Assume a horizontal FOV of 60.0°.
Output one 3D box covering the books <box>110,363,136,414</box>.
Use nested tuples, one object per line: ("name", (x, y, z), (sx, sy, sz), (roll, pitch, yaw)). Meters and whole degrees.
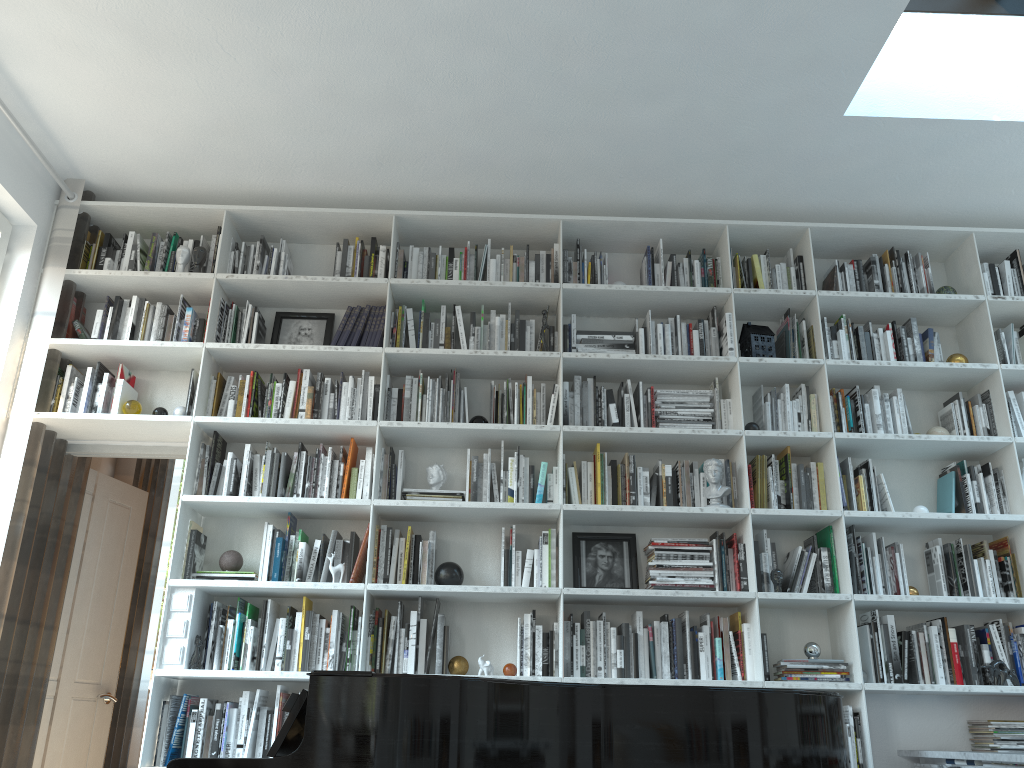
("books", (-1.876, 0.072, 4.273), (0.013, 0.297, 0.179), (1, -21, -1))

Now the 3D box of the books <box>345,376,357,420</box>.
("books", (-0.772, 0.115, 4.280), (0.022, 0.262, 0.175), (1, -21, -1))

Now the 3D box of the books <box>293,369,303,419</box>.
("books", (-1.031, 0.095, 4.298), (0.014, 0.302, 0.152), (1, -21, -1))

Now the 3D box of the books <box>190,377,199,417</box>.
("books", (-1.508, 0.103, 4.294), (0.044, 0.268, 0.134), (1, -21, -1))

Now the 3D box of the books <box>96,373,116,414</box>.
("books", (-1.923, 0.092, 4.241), (0.021, 0.236, 0.189), (1, -21, -1))

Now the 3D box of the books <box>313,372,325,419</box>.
("books", (-0.929, 0.106, 4.297), (0.025, 0.285, 0.162), (1, -21, -1))

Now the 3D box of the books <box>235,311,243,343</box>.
("books", (-1.332, -0.222, 4.388), (0.018, 0.218, 0.187), (1, -21, -1))

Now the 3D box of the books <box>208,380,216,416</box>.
("books", (-1.423, 0.116, 4.273), (0.022, 0.231, 0.152), (1, -21, -1))

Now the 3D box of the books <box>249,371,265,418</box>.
("books", (-1.232, 0.095, 4.273), (0.011, 0.276, 0.165), (1, -21, -1))

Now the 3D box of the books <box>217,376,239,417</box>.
("books", (-1.369, 0.108, 4.286), (0.062, 0.257, 0.153), (1, -21, -1))

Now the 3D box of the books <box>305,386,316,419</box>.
("books", (-0.957, 0.137, 4.255), (0.029, 0.194, 0.192), (1, -21, -1))

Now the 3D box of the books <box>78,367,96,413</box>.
("books", (-2.026, 0.078, 4.272), (0.022, 0.280, 0.157), (1, -21, -1))

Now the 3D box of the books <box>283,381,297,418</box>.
("books", (-1.062, 0.124, 4.283), (0.047, 0.237, 0.163), (1, -21, -1))

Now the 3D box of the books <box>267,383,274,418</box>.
("books", (-1.148, 0.127, 4.269), (0.014, 0.217, 0.165), (1, -21, -1))

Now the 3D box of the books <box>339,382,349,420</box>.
("books", (-0.799, 0.129, 4.274), (0.030, 0.230, 0.173), (1, -21, -1))

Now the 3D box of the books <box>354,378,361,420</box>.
("books", (-0.736, 0.122, 4.302), (0.024, 0.265, 0.155), (1, -21, -1))

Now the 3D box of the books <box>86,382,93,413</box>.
("books", (-2.005, 0.116, 4.276), (0.023, 0.213, 0.141), (1, -21, -1))

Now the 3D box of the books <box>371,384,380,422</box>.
("books", (-0.635, 0.138, 4.251), (0.039, 0.201, 0.237), (1, -21, -1))

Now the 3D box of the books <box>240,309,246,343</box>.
("books", (-1.321, -0.229, 4.403), (0.019, 0.243, 0.154), (1, -21, -1))

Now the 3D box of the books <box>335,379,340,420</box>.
("books", (-0.844, 0.123, 4.300), (0.035, 0.259, 0.131), (1, -21, -1))

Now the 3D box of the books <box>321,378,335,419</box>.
("books", (-0.890, 0.120, 4.296), (0.029, 0.259, 0.158), (1, -21, -1))

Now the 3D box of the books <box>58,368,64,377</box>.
("books", (-2.173, 0.071, 4.249), (0.011, 0.271, 0.189), (1, -21, -1))

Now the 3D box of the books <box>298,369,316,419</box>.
("books", (-0.986, 0.096, 4.274), (0.030, 0.284, 0.186), (1, -21, -1))

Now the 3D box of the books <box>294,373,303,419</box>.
("books", (-1.012, 0.104, 4.275), (0.023, 0.270, 0.187), (1, -21, -1))

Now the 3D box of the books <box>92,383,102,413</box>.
("books", (-1.956, 0.118, 4.250), (0.024, 0.192, 0.181), (1, -21, -1))

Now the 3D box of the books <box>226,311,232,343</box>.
("books", (-1.377, -0.223, 4.381), (0.004, 0.213, 0.187), (1, -21, -1))

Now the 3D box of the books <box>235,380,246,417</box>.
("books", (-1.286, 0.119, 4.271), (0.030, 0.229, 0.173), (1, -21, -1))

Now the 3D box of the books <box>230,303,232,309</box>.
("books", (-1.397, -0.245, 4.413), (0.005, 0.276, 0.147), (1, -21, -1))

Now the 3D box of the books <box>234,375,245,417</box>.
("books", (-1.306, 0.105, 4.281), (0.010, 0.261, 0.151), (1, -21, -1))

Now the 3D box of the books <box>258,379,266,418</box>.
("books", (-1.204, 0.116, 4.284), (0.047, 0.248, 0.134), (1, -21, -1))

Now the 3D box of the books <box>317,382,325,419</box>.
("books", (-0.911, 0.127, 4.277), (0.013, 0.231, 0.172), (1, -21, -1))

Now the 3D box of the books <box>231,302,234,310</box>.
("books", (-1.391, -0.249, 4.418), (0.006, 0.287, 0.144), (1, -21, -1))

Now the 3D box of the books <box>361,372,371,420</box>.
("books", (-0.701, 0.106, 4.291), (0.022, 0.288, 0.170), (1, -21, -1))

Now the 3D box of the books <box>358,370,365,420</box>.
("books", (-0.717, 0.101, 4.280), (0.012, 0.289, 0.183), (1, -21, -1))

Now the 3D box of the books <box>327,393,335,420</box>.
("books", (-0.866, 0.155, 4.282), (0.022, 0.185, 0.137), (1, -21, -1))

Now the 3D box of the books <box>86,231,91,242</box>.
("books", (-2.176, -0.622, 4.532), (0.012, 0.306, 0.181), (1, -21, -1))

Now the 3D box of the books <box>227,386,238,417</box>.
("books", (-1.325, 0.130, 4.253), (0.026, 0.194, 0.176), (1, -21, -1))

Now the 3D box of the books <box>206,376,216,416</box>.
("books", (-1.440, 0.109, 4.285), (0.012, 0.253, 0.161), (1, -21, -1))

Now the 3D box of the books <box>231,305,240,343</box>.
("books", (-1.354, -0.237, 4.388), (0.004, 0.245, 0.189), (1, -21, -1))

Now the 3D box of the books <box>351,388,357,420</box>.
("books", (-0.756, 0.146, 4.282), (0.013, 0.205, 0.173), (1, -21, -1))

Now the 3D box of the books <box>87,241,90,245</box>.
("books", (-2.165, -0.586, 4.533), (0.011, 0.240, 0.151), (1, -21, -1))

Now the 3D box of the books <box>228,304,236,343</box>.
("books", (-1.371, -0.240, 4.402), (0.009, 0.259, 0.184), (1, -21, -1))

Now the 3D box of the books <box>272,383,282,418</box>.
("books", (-1.114, 0.129, 4.270), (0.031, 0.216, 0.173), (1, -21, -1))

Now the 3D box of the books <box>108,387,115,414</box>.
("books", (-1.899, 0.129, 4.272), (0.029, 0.190, 0.135), (1, -21, -1))

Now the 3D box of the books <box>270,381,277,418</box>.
("books", (-1.136, 0.125, 4.278), (0.011, 0.228, 0.171), (1, -21, -1))

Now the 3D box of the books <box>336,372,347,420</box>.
("books", (-0.820, 0.107, 4.287), (0.012, 0.279, 0.189), (1, -21, -1))

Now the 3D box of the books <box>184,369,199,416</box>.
("books", (-1.535, 0.087, 4.277), (0.012, 0.284, 0.160), (1, -21, -1))

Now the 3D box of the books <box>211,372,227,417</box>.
("books", (-1.406, 0.099, 4.271), (0.012, 0.262, 0.181), (1, -21, -1))

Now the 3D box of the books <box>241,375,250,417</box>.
("books", (-1.264, 0.109, 4.274), (0.014, 0.251, 0.188), (1, -21, -1))

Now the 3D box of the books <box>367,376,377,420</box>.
("books", (-0.672, 0.118, 4.285), (0.035, 0.262, 0.178), (1, -21, -1))

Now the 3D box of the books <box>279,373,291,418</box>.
("books", (-1.092, 0.105, 4.285), (0.014, 0.271, 0.181), (1, -21, -1))

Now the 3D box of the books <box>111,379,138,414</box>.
("books", (-1.856, 0.108, 4.245), (0.029, 0.210, 0.188), (1, -21, -1))

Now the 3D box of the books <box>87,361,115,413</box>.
("books", (-1.974, 0.064, 4.255), (0.013, 0.296, 0.188), (1, -21, -1))

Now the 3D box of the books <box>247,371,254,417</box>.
("books", (-1.247, 0.097, 4.283), (0.020, 0.279, 0.165), (1, -21, -1))

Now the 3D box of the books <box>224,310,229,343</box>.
("books", (-1.402, -0.226, 4.407), (0.005, 0.237, 0.154), (1, -21, -1))

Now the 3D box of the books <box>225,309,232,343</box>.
("books", (-1.384, -0.227, 4.392), (0.009, 0.227, 0.185), (1, -21, -1))

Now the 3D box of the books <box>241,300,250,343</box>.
("books", (-1.308, -0.247, 4.408), (0.005, 0.280, 0.191), (1, -21, -1))

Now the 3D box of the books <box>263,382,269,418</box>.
("books", (-1.174, 0.127, 4.286), (0.012, 0.229, 0.150), (1, -21, -1))

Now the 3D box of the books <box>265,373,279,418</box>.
("books", (-1.162, 0.104, 4.291), (0.012, 0.276, 0.151), (1, -21, -1))
